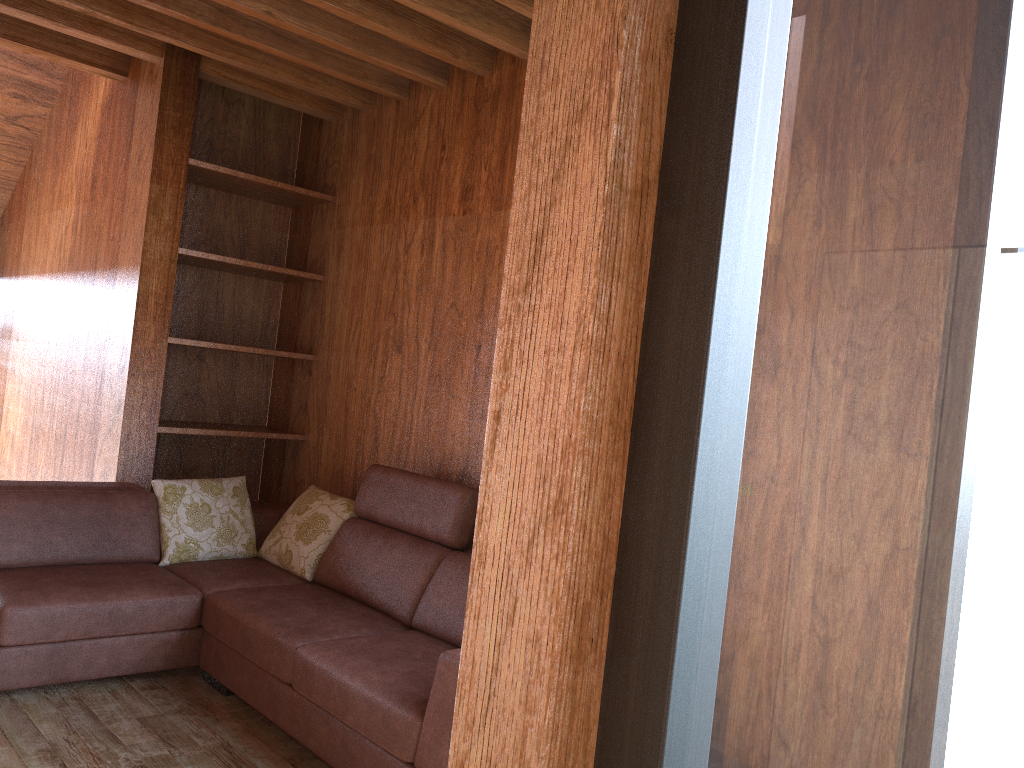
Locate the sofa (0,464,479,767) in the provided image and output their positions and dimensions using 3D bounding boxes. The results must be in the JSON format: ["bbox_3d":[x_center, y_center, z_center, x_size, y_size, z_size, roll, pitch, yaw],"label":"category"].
[{"bbox_3d":[-0.788,0.652,2.658,1.714,0.760,2.483,7,-1,-42],"label":"sofa"}]
